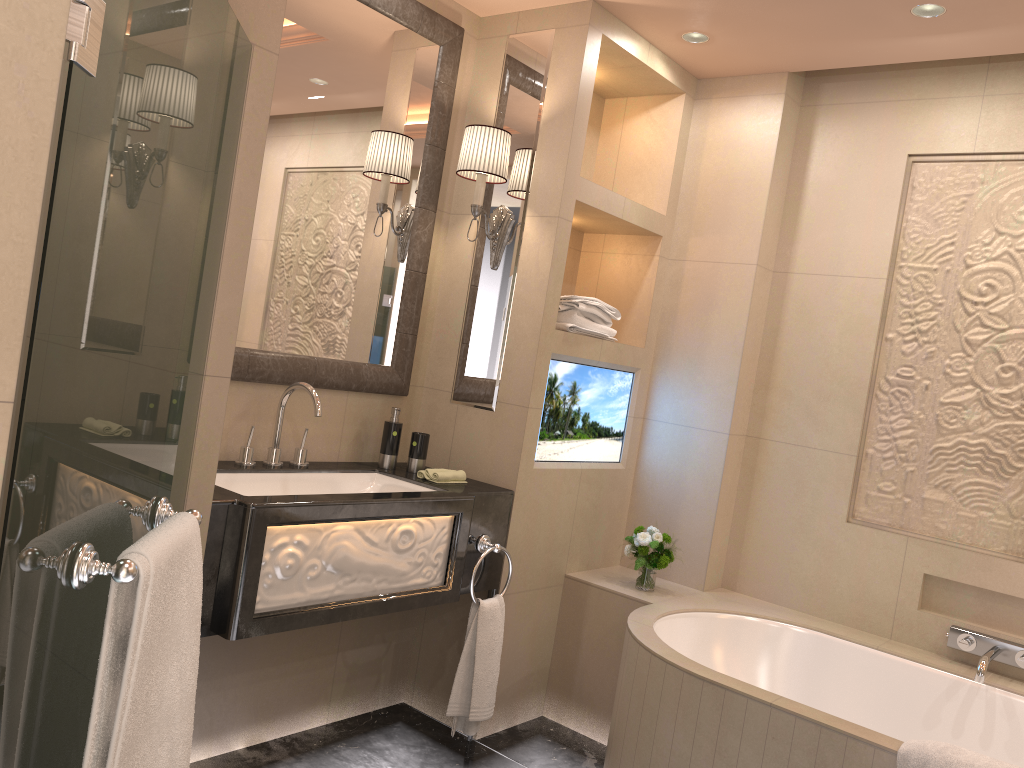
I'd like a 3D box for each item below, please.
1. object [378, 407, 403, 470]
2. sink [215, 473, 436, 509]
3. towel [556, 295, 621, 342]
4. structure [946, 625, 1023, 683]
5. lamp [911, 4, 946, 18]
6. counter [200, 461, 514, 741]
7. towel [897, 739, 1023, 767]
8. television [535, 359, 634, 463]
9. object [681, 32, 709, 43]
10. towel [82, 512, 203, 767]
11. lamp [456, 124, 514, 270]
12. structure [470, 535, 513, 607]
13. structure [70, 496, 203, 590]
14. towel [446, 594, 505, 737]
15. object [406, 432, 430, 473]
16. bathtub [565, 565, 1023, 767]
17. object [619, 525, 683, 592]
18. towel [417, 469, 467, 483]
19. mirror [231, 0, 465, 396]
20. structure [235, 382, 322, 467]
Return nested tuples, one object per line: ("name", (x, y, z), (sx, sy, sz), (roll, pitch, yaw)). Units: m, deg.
("object", (-0.410, 0.183, 3.014), (0.063, 0.208, 0.063), (10, 2, 20))
("sink", (-0.563, 0.357, 2.563), (0.349, 0.135, 0.760), (10, 2, 39))
("towel", (1.426, -0.330, 2.398), (3.195, 0.726, 0.517), (10, 2, 39))
("structure", (1.477, 0.854, 2.755), (0.290, 0.097, 0.259), (10, 2, 39))
("lamp", (1.237, -1.137, 2.623), (0.097, 0.069, 0.097), (8, 2, -35))
("counter", (-0.637, 0.699, 2.588), (0.543, 0.858, 1.330), (10, 2, 39))
("towel", (1.043, 1.061, 1.974), (0.374, 0.463, 0.453), (10, 2, 41))
("television", (0.268, 0.110, 3.272), (0.025, 0.360, 0.564), (10, 2, 39))
("object", (0.647, -1.244, 3.101), (0.097, 0.069, 0.097), (8, 2, -35))
("towel", (-0.594, 0.522, 1.327), (0.154, 0.629, 0.313), (9, 2, 5))
("lamp", (-0.097, -0.625, 2.995), (0.174, 0.444, 0.223), (10, 2, 39))
("structure", (-0.079, 0.601, 2.838), (0.074, 0.226, 0.203), (10, 2, 39))
("structure", (-0.546, 0.234, 1.332), (0.074, 0.061, 0.415), (9, 2, -6))
("towel", (-0.102, 0.902, 2.830), (0.116, 0.455, 0.173), (10, 2, 20))
("object", (-0.320, 0.234, 3.026), (0.063, 0.134, 0.063), (8, 2, -19))
("bathtub", (1.180, 1.151, 2.447), (2.662, 0.540, 1.060), (10, 2, 39))
("object", (0.501, 0.621, 3.232), (0.229, 0.252, 0.197), (9, 2, -10))
("towel", (-0.228, 0.301, 2.931), (0.096, 0.039, 0.149), (10, 2, 40))
("mirror", (-0.621, -0.650, 2.716), (0.041, 1.321, 1.131), (10, 2, 39))
("structure", (-0.675, 0.120, 2.700), (0.242, 0.268, 0.223), (9, 2, 4))
